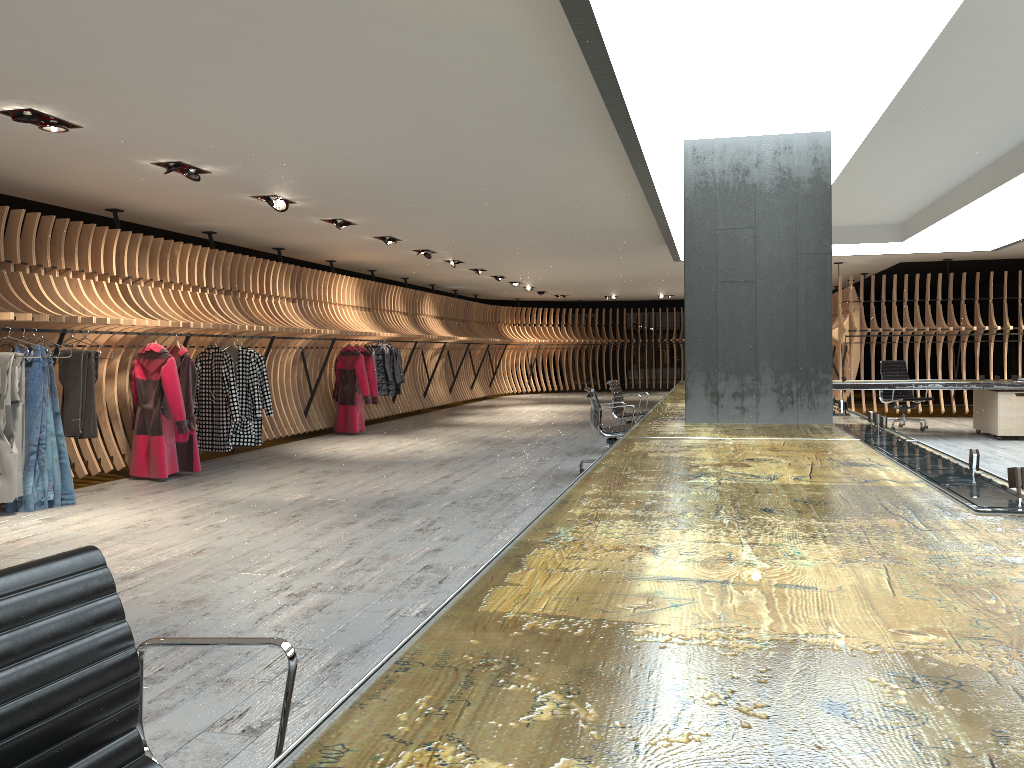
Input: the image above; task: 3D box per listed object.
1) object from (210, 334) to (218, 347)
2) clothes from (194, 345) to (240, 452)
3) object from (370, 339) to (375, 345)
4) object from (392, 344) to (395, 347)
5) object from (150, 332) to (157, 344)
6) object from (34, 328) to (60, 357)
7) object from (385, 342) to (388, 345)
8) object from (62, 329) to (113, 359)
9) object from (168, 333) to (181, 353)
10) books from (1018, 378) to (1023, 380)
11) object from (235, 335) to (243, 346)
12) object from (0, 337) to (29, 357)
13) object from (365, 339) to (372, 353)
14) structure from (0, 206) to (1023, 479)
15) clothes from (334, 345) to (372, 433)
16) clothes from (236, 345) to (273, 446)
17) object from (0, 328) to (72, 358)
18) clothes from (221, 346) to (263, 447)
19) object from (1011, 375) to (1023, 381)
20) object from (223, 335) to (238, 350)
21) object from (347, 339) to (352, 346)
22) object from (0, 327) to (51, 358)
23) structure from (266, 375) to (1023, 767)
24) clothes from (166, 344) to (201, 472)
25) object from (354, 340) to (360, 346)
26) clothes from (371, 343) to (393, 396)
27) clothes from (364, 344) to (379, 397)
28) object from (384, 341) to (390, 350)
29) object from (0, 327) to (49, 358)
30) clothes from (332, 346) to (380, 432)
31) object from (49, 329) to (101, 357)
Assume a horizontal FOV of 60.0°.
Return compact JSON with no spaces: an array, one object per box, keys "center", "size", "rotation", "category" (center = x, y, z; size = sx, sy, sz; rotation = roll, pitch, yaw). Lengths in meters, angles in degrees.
[{"center":[-3.276,-0.411,9.711],"size":[0.525,0.270,0.012],"rotation":[1,1,33],"category":"object"},{"center":[-3.243,0.153,9.728],"size":[0.773,1.160,0.191],"rotation":[0,1,33],"category":"clothes"},{"center":[-2.241,-0.609,14.268],"size":[0.440,0.226,0.010],"rotation":[-1,1,3],"category":"object"},{"center":[-2.034,-0.640,15.184],"size":[0.010,0.226,0.440],"rotation":[-1,2,-37],"category":"object"},{"center":[-3.512,-0.372,8.677],"size":[0.525,0.270,0.012],"rotation":[1,1,33],"category":"object"},{"center":[-3.831,-0.327,7.246],"size":[0.548,0.256,0.023],"rotation":[1,2,38],"category":"object"},{"center":[-2.129,-0.619,14.831],"size":[0.438,0.244,0.010],"rotation":[0,1,13],"category":"object"},{"center":[-3.730,-0.346,7.751],"size":[0.547,0.262,0.023],"rotation":[0,1,14],"category":"object"},{"center":[-3.407,-0.384,8.984],"size":[0.525,0.270,0.012],"rotation":[1,2,43],"category":"object"},{"center":[6.989,-0.070,12.174],"size":[0.110,0.025,0.155],"rotation":[0,2,18],"category":"books"},{"center":[-3.155,-0.430,10.202],"size":[0.525,0.270,0.012],"rotation":[-1,1,3],"category":"object"},{"center":[-3.923,-0.315,6.760],"size":[0.549,0.250,0.023],"rotation":[0,1,14],"category":"object"},{"center":[-2.291,-0.600,14.037],"size":[0.010,0.226,0.440],"rotation":[-1,2,-27],"category":"object"},{"center":[3.241,-0.419,8.502],"size":[14.881,2.439,36.570],"rotation":[0,2,13],"category":"structure"},{"center":[-2.422,0.072,13.395],"size":[0.840,1.311,0.321],"rotation":[1,2,42],"category":"clothes"},{"center":[-3.130,0.134,10.231],"size":[0.773,1.160,0.191],"rotation":[-1,1,3],"category":"clothes"},{"center":[-3.838,-0.329,7.124],"size":[0.549,0.243,0.023],"rotation":[-1,1,-16],"category":"object"},{"center":[-3.192,0.142,10.016],"size":[0.773,1.160,0.191],"rotation":[0,1,13],"category":"clothes"},{"center":[6.993,-0.080,12.176],"size":[0.217,0.074,0.302],"rotation":[0,2,17],"category":"object"},{"center":[-3.176,-0.423,10.022],"size":[0.525,0.270,0.012],"rotation":[0,1,13],"category":"object"},{"center":[-2.451,-0.550,13.373],"size":[0.525,0.270,0.012],"rotation":[1,2,43],"category":"object"},{"center":[-3.868,-0.327,7.021],"size":[0.549,0.243,0.023],"rotation":[0,1,19],"category":"object"},{"center":[2.991,0.592,4.404],"size":[4.835,0.844,18.483],"rotation":[0,2,13],"category":"structure"},{"center":[-3.422,0.240,8.984],"size":[0.840,1.311,0.321],"rotation":[1,2,42],"category":"clothes"},{"center":[-2.398,-0.550,13.642],"size":[0.523,0.290,0.015],"rotation":[0,1,23],"category":"object"},{"center":[-2.167,-0.233,14.300],"size":[0.501,0.854,0.245],"rotation":[-1,1,-3],"category":"clothes"},{"center":[-2.256,-0.209,14.033],"size":[0.166,0.854,0.745],"rotation":[-1,2,-32],"category":"clothes"},{"center":[-2.126,-0.622,14.707],"size":[0.440,0.226,0.010],"rotation":[1,2,38],"category":"object"},{"center":[-3.898,-0.323,6.866],"size":[0.549,0.243,0.023],"rotation":[-2,1,-26],"category":"object"},{"center":[-2.429,0.067,13.682],"size":[0.840,1.316,0.318],"rotation":[0,1,20],"category":"clothes"},{"center":[-3.744,-0.348,7.557],"size":[0.549,0.243,0.023],"rotation":[0,1,14],"category":"object"}]
